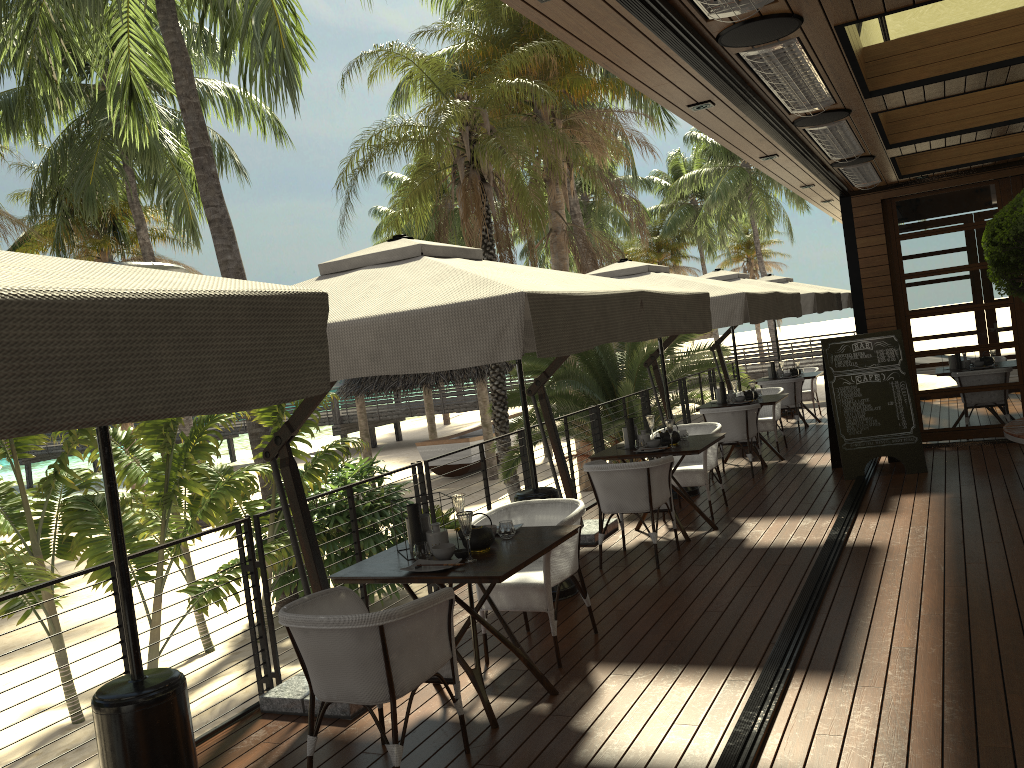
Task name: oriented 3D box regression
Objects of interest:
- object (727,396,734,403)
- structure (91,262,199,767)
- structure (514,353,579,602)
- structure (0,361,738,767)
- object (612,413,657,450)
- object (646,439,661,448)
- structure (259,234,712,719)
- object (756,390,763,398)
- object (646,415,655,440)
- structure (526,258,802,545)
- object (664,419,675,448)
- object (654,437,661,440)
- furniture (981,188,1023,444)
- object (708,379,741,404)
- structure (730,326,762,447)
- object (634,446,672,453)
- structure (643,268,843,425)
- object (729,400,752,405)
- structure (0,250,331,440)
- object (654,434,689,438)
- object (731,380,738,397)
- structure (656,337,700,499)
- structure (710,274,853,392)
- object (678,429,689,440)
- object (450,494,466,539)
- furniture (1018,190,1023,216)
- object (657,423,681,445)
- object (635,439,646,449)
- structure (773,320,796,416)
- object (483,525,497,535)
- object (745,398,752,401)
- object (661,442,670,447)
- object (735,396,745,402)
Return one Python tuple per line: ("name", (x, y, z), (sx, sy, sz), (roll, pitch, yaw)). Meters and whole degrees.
("object", (2.535, 0.184, 10.291), (0.086, 0.086, 0.087), (-7, 2, 31))
("structure", (-1.354, 0.664, 3.087), (0.699, 2.191, 0.700), (-7, 1, 14))
("structure", (0.113, 0.356, 6.077), (0.699, 2.191, 0.700), (-7, 1, 14))
("structure", (-1.712, 1.366, 4.021), (0.163, 1.153, 26.303), (-7, 2, 27))
("object", (1.038, 0.400, 7.485), (0.263, 0.264, 0.263), (-8, 2, -18))
("object", (1.158, 0.494, 7.236), (0.116, 0.065, 0.116), (-7, 2, 25))
("structure", (-0.397, 0.423, 4.389), (2.411, 2.332, 2.417), (-7, 2, 27))
("object", (2.939, 0.121, 10.555), (0.086, 0.086, 0.087), (-7, 2, 31))
("object", (1.211, 0.385, 7.675), (0.082, 0.227, 0.082), (-7, 1, 27))
("structure", (1.087, 0.112, 7.412), (2.411, 2.332, 2.417), (-7, 2, 27))
("object", (1.275, 0.398, 7.121), (0.082, 0.227, 0.082), (-7, 1, 16))
("object", (1.262, 0.477, 7.607), (0.080, 0.042, 0.080), (-8, 2, -12))
("furniture", (5.094, -0.567, 6.635), (2.570, 2.721, 2.719), (-8, 2, -8))
("object", (2.523, 0.089, 10.511), (0.263, 0.264, 0.263), (-8, 2, -18))
("structure", (3.070, -0.263, 12.100), (0.699, 2.191, 0.700), (-7, 1, 14))
("object", (1.134, 0.523, 7.074), (0.294, 0.025, 0.170), (-6, 2, 26))
("structure", (2.571, -0.199, 10.435), (2.411, 2.332, 2.417), (-7, 2, 27))
("object", (2.619, 0.212, 10.100), (0.294, 0.025, 0.170), (-6, 2, 26))
("structure", (-1.881, 0.734, 1.366), (2.411, 2.332, 2.417), (-7, 2, 27))
("object", (1.379, 0.466, 7.726), (0.294, 0.025, 0.170), (-6, 2, 26))
("object", (2.696, 0.074, 10.700), (0.082, 0.227, 0.082), (-7, 1, 27))
("structure", (1.577, 0.050, 9.058), (0.699, 2.191, 0.700), (-7, 1, 14))
("structure", (4.054, -0.510, 13.458), (2.411, 2.332, 2.417), (-7, 2, 27))
("object", (1.453, 0.432, 7.530), (0.086, 0.086, 0.087), (-7, 2, 31))
("object", (-0.269, 0.695, 4.659), (0.082, 0.227, 0.082), (-7, 1, 27))
("furniture", (2.754, -0.083, 2.026), (2.614, 2.721, 2.697), (-7, 2, 17))
("object", (1.310, 0.411, 7.350), (0.163, 0.179, 0.168), (-7, 2, 28))
("object", (1.050, 0.496, 7.266), (0.086, 0.086, 0.087), (-7, 2, 31))
("structure", (4.523, -0.568, 15.061), (0.699, 2.191, 0.700), (-7, 1, 14))
("object", (-0.131, 0.766, 4.548), (0.116, 0.065, 0.116), (-7, 2, 25))
("object", (2.732, 0.184, 10.218), (0.080, 0.042, 0.080), (-7, 2, 18))
("object", (1.247, 0.495, 7.193), (0.080, 0.042, 0.080), (-8, 2, -12))
("object", (2.643, 0.182, 10.261), (0.116, 0.065, 0.116), (-6, 2, 31))
